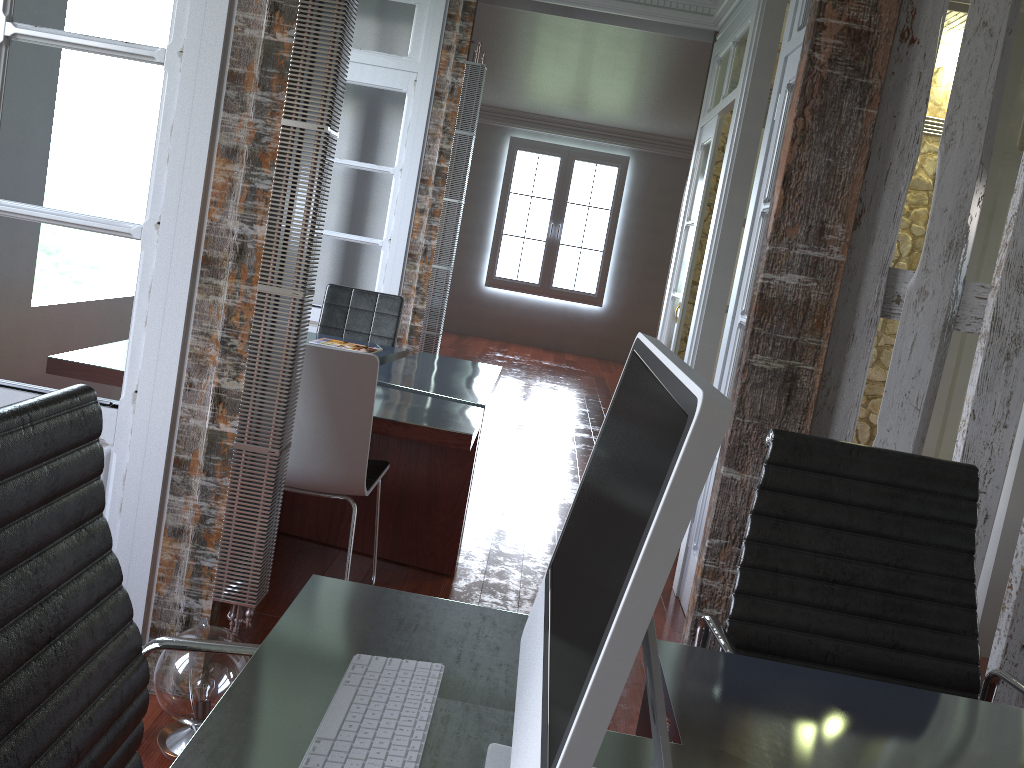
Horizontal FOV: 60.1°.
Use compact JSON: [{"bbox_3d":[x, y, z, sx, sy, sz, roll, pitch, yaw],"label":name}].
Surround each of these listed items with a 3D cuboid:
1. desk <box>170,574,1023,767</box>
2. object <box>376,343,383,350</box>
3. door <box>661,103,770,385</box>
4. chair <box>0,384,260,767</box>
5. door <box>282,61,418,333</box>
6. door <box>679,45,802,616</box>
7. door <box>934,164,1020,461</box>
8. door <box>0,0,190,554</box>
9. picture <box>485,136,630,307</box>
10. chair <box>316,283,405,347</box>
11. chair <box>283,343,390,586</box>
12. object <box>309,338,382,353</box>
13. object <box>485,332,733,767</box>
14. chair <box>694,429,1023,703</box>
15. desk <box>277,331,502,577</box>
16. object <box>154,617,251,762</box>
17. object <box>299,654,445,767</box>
[{"bbox_3d":[0.827,0.973,0.743,2.507,0.723,1.309,10,8,2],"label":"desk"},{"bbox_3d":[-0.677,-0.191,4.518,0.011,0.011,0.150,7,9,-23],"label":"object"},{"bbox_3d":[0.988,-0.380,4.823,0.481,2.170,1.198,7,7,-24],"label":"door"},{"bbox_3d":[-0.367,0.575,1.009,0.699,1.017,0.669,11,7,5],"label":"chair"},{"bbox_3d":[-1.250,-0.854,5.318,1.160,2.169,0.041,10,6,2],"label":"door"},{"bbox_3d":[0.861,-0.114,2.986,0.041,2.167,1.063,10,6,1],"label":"door"},{"bbox_3d":[2.696,0.038,4.396,1.077,2.074,0.041,10,6,2],"label":"door"},{"bbox_3d":[-1.393,-0.390,2.224,1.160,2.169,0.041,10,6,2],"label":"door"},{"bbox_3d":[0.584,-2.120,11.601,1.580,1.977,0.128,10,6,2],"label":"picture"},{"bbox_3d":[-0.876,-0.018,4.531,0.475,0.914,0.605,10,7,1],"label":"chair"},{"bbox_3d":[-0.656,0.285,2.860,0.475,0.914,0.605,10,7,1],"label":"chair"},{"bbox_3d":[-0.816,-0.185,4.359,0.307,0.012,0.225,11,9,6],"label":"object"},{"bbox_3d":[0.103,0.207,0.871,0.189,0.482,0.487,10,7,1],"label":"object"},{"bbox_3d":[0.602,0.662,1.543,0.665,1.017,0.704,10,7,-4],"label":"chair"},{"bbox_3d":[-0.857,0.227,3.820,1.446,0.650,1.723,10,8,1],"label":"desk"},{"bbox_3d":[-0.736,0.748,2.087,0.219,0.381,0.237,8,7,-20],"label":"object"},{"bbox_3d":[-0.155,0.390,0.926,0.118,0.017,0.442,10,9,1],"label":"object"}]
